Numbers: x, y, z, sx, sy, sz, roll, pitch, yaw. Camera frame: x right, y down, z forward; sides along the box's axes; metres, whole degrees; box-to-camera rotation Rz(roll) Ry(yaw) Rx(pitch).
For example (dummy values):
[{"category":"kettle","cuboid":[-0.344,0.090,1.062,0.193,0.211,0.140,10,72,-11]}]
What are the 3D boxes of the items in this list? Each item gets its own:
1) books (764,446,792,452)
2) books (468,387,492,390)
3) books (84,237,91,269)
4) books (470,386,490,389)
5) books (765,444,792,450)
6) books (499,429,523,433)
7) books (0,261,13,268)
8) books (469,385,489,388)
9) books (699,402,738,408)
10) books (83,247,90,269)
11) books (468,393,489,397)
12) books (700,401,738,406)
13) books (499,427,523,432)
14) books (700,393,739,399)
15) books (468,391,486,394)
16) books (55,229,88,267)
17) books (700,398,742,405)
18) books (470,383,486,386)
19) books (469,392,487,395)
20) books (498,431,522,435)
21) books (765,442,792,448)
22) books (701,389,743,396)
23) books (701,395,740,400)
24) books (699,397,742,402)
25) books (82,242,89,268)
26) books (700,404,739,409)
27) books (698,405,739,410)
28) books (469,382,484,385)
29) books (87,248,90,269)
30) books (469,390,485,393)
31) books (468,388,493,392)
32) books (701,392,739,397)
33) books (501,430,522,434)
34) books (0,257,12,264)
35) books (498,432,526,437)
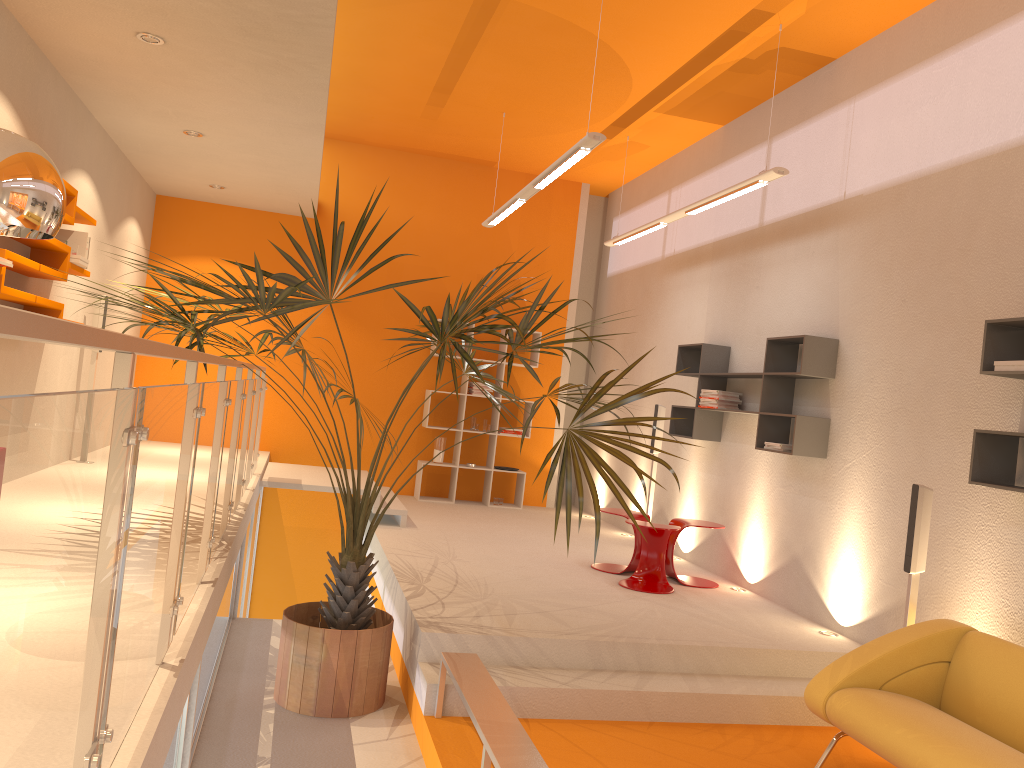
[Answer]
[{"category":"books","cuboid":[1.867,0.451,6.049,0.190,0.015,0.254,7,-1,-12]},{"category":"books","cuboid":[-0.362,0.053,9.961,0.210,0.013,0.296,7,-1,-13]},{"category":"books","cuboid":[-2.914,-0.881,5.867,0.207,0.210,0.021,7,-1,-13]},{"category":"books","cuboid":[-0.361,0.041,9.966,0.190,0.011,0.268,7,-1,-12]},{"category":"books","cuboid":[1.867,0.436,6.041,0.190,0.015,0.254,7,-1,-7]},{"category":"books","cuboid":[-0.004,0.527,10.009,0.254,0.015,0.190,7,-1,-12]},{"category":"books","cuboid":[-2.549,-0.590,4.220,0.254,0.015,0.190,7,-1,-7]},{"category":"books","cuboid":[-0.363,0.027,9.975,0.190,0.015,0.254,7,-1,-17]},{"category":"books","cuboid":[1.643,0.168,7.053,0.190,0.015,0.254,7,-1,-22]},{"category":"books","cuboid":[-2.922,-0.856,5.881,0.207,0.156,0.009,7,-1,-13]},{"category":"books","cuboid":[-0.370,0.124,9.960,0.210,0.013,0.296,7,-1,-13]},{"category":"books","cuboid":[1.644,0.153,7.045,0.190,0.015,0.254,7,-1,-17]},{"category":"books","cuboid":[-0.002,0.511,9.996,0.227,0.017,0.230,7,-1,-18]},{"category":"books","cuboid":[1.651,0.097,7.054,0.190,0.015,0.254,7,-1,-22]},{"category":"books","cuboid":[-0.371,0.098,9.974,0.190,0.015,0.254,7,-1,-17]},{"category":"books","cuboid":[-2.897,-0.890,5.776,0.230,0.227,0.017,7,-1,-13]},{"category":"books","cuboid":[1.659,0.138,7.046,0.230,0.017,0.227,7,-1,-23]},{"category":"books","cuboid":[-0.363,0.012,9.967,0.190,0.015,0.254,7,-1,-12]},{"category":"books","cuboid":[-0.369,0.112,9.964,0.190,0.011,0.268,7,-1,-12]},{"category":"books","cuboid":[-0.008,0.555,10.004,0.268,0.011,0.190,7,-1,-12]},{"category":"books","cuboid":[1.882,0.421,6.040,0.230,0.017,0.227,7,-1,-13]},{"category":"books","cuboid":[1.667,0.068,7.047,0.230,0.017,0.227,7,-1,-23]},{"category":"books","cuboid":[1.654,0.111,7.045,0.190,0.011,0.268,7,-1,-17]},{"category":"books","cuboid":[1.653,0.123,7.040,0.210,0.013,0.297,7,-1,-18]},{"category":"books","cuboid":[-2.908,-0.861,5.815,0.230,0.169,0.027,7,-1,-13]},{"category":"books","cuboid":[1.646,0.182,7.043,0.190,0.011,0.268,7,-1,-17]},{"category":"books","cuboid":[1.645,0.194,7.039,0.210,0.013,0.297,7,-1,-18]},{"category":"books","cuboid":[-0.347,-0.002,9.967,0.230,0.017,0.227,7,-1,-18]},{"category":"books","cuboid":[-2.937,-0.863,5.893,0.230,0.169,0.023,7,-1,-13]},{"category":"books","cuboid":[-0.371,0.083,9.966,0.190,0.015,0.254,7,-1,-12]},{"category":"books","cuboid":[-0.355,0.069,9.966,0.230,0.017,0.227,7,-1,-18]},{"category":"books","cuboid":[1.652,0.082,7.046,0.190,0.015,0.254,7,-1,-17]},{"category":"books","cuboid":[0.003,0.543,10.007,0.254,0.015,0.190,7,-1,-17]},{"category":"books","cuboid":[-2.546,-0.606,4.233,0.226,0.017,0.230,7,-1,-13]},{"category":"books","cuboid":[-0.013,0.567,10.003,0.296,0.013,0.210,7,-1,-13]}]
